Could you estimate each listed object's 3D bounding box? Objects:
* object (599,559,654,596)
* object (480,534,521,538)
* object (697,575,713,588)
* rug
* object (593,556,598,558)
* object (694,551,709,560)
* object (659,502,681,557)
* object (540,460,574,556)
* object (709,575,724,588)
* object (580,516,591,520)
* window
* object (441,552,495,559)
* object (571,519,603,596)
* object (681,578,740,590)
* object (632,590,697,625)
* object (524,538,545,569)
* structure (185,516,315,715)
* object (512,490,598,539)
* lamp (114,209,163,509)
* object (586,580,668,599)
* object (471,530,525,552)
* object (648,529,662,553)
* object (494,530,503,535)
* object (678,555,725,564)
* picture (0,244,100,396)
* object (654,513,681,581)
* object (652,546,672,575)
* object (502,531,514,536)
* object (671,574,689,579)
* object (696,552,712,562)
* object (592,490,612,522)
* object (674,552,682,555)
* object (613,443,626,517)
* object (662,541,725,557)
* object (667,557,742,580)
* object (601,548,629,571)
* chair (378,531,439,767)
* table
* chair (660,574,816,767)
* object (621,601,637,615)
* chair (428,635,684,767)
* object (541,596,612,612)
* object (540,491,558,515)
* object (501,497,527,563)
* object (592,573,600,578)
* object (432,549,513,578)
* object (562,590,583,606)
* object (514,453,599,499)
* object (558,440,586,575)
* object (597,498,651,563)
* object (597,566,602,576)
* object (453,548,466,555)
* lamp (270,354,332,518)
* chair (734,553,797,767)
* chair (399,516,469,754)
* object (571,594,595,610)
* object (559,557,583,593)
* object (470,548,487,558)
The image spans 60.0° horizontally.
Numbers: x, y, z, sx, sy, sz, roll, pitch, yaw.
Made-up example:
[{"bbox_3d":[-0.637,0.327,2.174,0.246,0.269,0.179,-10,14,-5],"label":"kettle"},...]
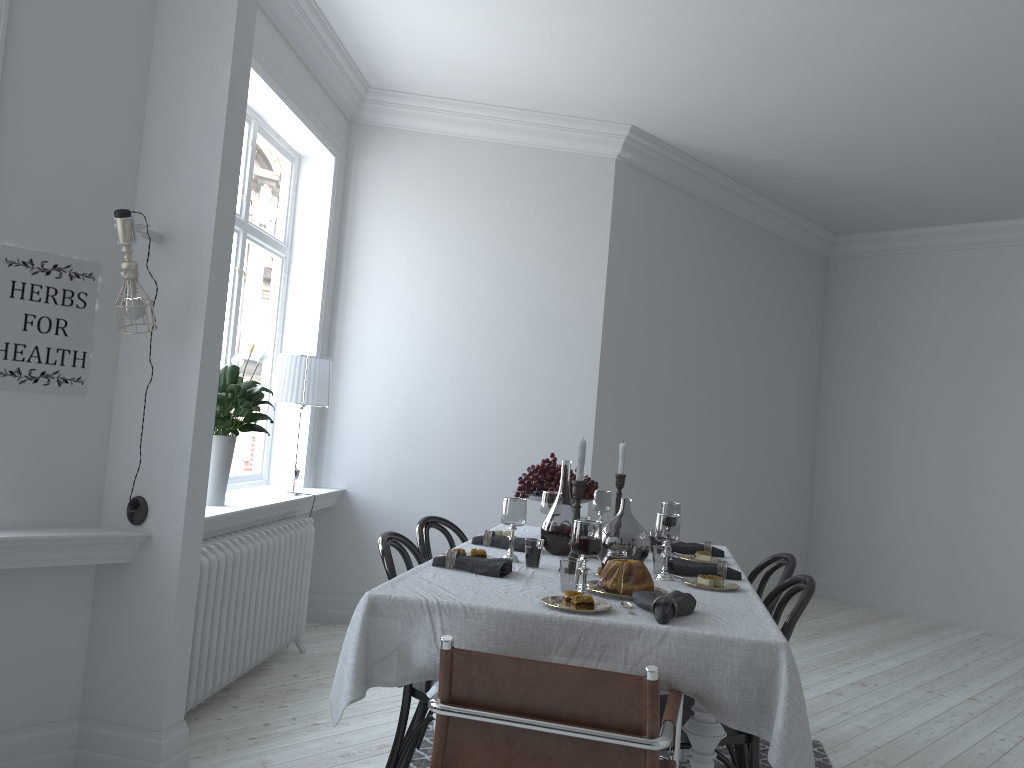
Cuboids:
[{"bbox_3d":[0.340,0.561,2.575,0.164,0.105,0.191,6,-3,-28],"label":"object"},{"bbox_3d":[-0.039,0.625,3.579,0.182,0.013,0.182,2,-4,43],"label":"object"},{"bbox_3d":[0.617,0.628,2.826,0.021,0.037,0.057,7,-3,-29],"label":"object"},{"bbox_3d":[0.365,1.474,3.114,1.701,0.021,2.166,4,-3,11],"label":"rug"},{"bbox_3d":[0.373,0.648,3.365,0.251,0.018,0.251,2,-4,43],"label":"object"},{"bbox_3d":[0.744,0.673,3.471,0.051,0.039,0.036,5,-3,-7],"label":"object"},{"bbox_3d":[0.620,0.577,3.504,0.083,0.215,0.083,8,-4,-42],"label":"object"},{"bbox_3d":[0.190,0.462,3.312,0.152,0.352,0.152,5,-3,4],"label":"object"},{"bbox_3d":[0.649,0.631,2.835,0.057,0.037,0.021,3,-4,33],"label":"object"},{"bbox_3d":[0.311,0.631,3.888,0.066,0.094,0.066,3,-4,32],"label":"object"},{"bbox_3d":[-1.523,-0.466,4.408,0.061,2.080,2.079,5,-3,6],"label":"window"},{"bbox_3d":[-0.146,0.584,2.969,0.182,0.013,0.182,2,-4,43],"label":"object"},{"bbox_3d":[0.201,0.485,2.435,0.083,0.215,0.083,8,-4,-42],"label":"object"},{"bbox_3d":[0.634,0.642,2.835,0.182,0.013,0.182,7,-4,-32],"label":"object"},{"bbox_3d":[0.425,0.574,2.306,0.165,0.061,0.247,5,-3,-8],"label":"object"},{"bbox_3d":[0.071,0.559,2.926,0.066,0.094,0.066,3,-4,32],"label":"object"},{"bbox_3d":[-1.275,1.041,4.027,0.245,0.753,1.710,5,-3,6],"label":"structure"},{"bbox_3d":[0.175,0.566,3.779,0.367,0.188,0.367,5,-3,-6],"label":"object"},{"bbox_3d":[-1.259,-0.066,2.932,0.131,0.977,0.312,4,-3,17],"label":"lamp"},{"bbox_3d":[0.326,0.601,2.574,0.251,0.018,0.251,2,-4,43],"label":"object"},{"bbox_3d":[-0.021,0.592,3.335,0.247,0.061,0.165,5,-3,-8],"label":"object"},{"bbox_3d":[0.583,0.638,3.601,0.066,0.094,0.066,3,-4,32],"label":"object"},{"bbox_3d":[-0.061,0.611,3.579,0.040,0.039,0.077,4,-3,13],"label":"object"},{"bbox_3d":[0.735,0.683,3.441,0.182,0.013,0.182,7,-4,-32],"label":"object"},{"bbox_3d":[-1.537,-0.201,2.917,0.003,0.457,0.311,2,-4,43],"label":"picture"},{"bbox_3d":[0.508,0.536,2.914,0.083,0.215,0.083,8,-4,-42],"label":"object"},{"bbox_3d":[0.506,0.600,3.008,0.066,0.094,0.066,3,-4,32],"label":"object"},{"bbox_3d":[-0.020,0.613,3.570,0.039,0.040,0.078,4,-3,18],"label":"object"},{"bbox_3d":[0.592,0.646,2.951,0.131,0.012,0.031,4,-3,10],"label":"object"},{"bbox_3d":[0.743,0.671,3.430,0.057,0.037,0.021,3,-3,24],"label":"object"},{"bbox_3d":[0.392,0.580,3.917,0.083,0.215,0.083,8,-4,-42],"label":"object"},{"bbox_3d":[0.713,0.688,3.561,0.131,0.012,0.031,4,-3,10],"label":"object"},{"bbox_3d":[0.456,0.466,3.769,0.089,0.432,0.089,6,-3,-24],"label":"object"},{"bbox_3d":[0.741,0.675,3.687,0.247,0.061,0.165,5,-3,-8],"label":"object"},{"bbox_3d":[0.657,0.636,3.090,0.247,0.061,0.165,5,-3,-8],"label":"object"},{"bbox_3d":[0.324,0.568,2.764,0.091,0.101,0.091,5,-3,-2],"label":"object"},{"bbox_3d":[-0.200,0.974,2.957,0.564,0.909,0.463,4,-3,6],"label":"chair"},{"bbox_3d":[0.274,1.053,3.134,1.210,0.842,2.179,4,-3,10],"label":"table"},{"bbox_3d":[0.635,1.036,2.800,0.564,0.909,0.463,4,-3,6],"label":"chair"},{"bbox_3d":[0.309,0.588,2.328,0.031,0.012,0.131,5,-3,-5],"label":"object"},{"bbox_3d":[0.107,0.990,2.092,0.546,0.837,0.593,4,-3,14],"label":"chair"},{"bbox_3d":[0.167,0.575,2.302,0.182,0.013,0.182,2,-4,43],"label":"object"},{"bbox_3d":[0.152,0.540,3.550,0.083,0.215,0.083,2,-4,38],"label":"object"},{"bbox_3d":[0.003,0.500,3.033,0.083,0.215,0.083,8,-4,-42],"label":"object"},{"bbox_3d":[0.337,0.621,2.868,0.150,0.009,0.075,5,-3,-12],"label":"object"},{"bbox_3d":[-0.118,0.551,2.730,0.247,0.061,0.165,5,-3,-8],"label":"object"},{"bbox_3d":[0.160,0.562,2.329,0.051,0.039,0.036,5,-3,-7],"label":"object"},{"bbox_3d":[0.197,0.403,3.795,0.347,0.215,0.318,5,-3,5],"label":"object"},{"bbox_3d":[0.214,0.400,2.908,0.089,0.432,0.089,6,-3,-24],"label":"object"},{"bbox_3d":[0.386,0.519,3.071,0.194,0.245,0.194,3,-3,26],"label":"object"},{"bbox_3d":[0.358,0.609,2.874,0.167,0.031,0.031,5,-3,-12],"label":"object"},{"bbox_3d":[-0.177,0.567,2.958,0.036,0.039,0.051,4,-3,20],"label":"object"},{"bbox_3d":[-1.198,0.512,4.868,0.335,1.331,0.335,3,-4,30],"label":"lamp"},{"bbox_3d":[0.754,1.076,3.357,0.564,0.909,0.463,5,-3,1],"label":"chair"},{"bbox_3d":[-0.130,1.011,3.530,0.564,0.909,0.463,4,-3,21],"label":"chair"},{"bbox_3d":[0.183,0.560,2.277,0.057,0.041,0.038,6,-3,-14],"label":"object"},{"bbox_3d":[0.165,0.545,2.523,0.066,0.094,0.066,3,-4,32],"label":"object"},{"bbox_3d":[-0.112,0.573,2.977,0.057,0.041,0.038,5,-3,-5],"label":"object"}]
